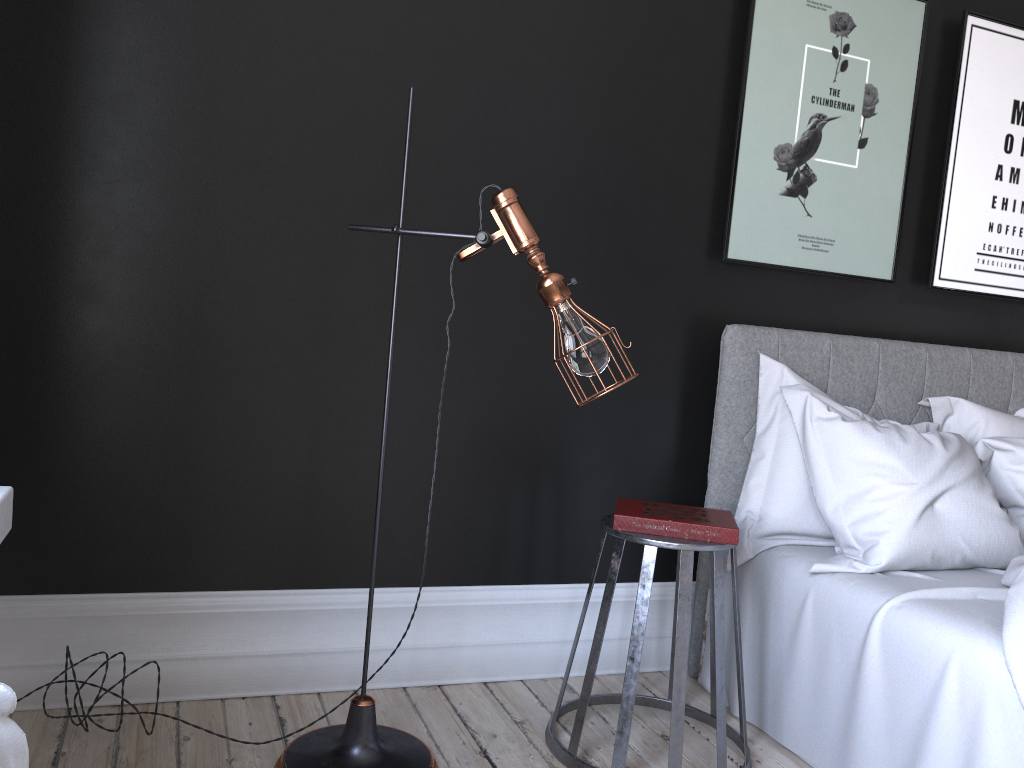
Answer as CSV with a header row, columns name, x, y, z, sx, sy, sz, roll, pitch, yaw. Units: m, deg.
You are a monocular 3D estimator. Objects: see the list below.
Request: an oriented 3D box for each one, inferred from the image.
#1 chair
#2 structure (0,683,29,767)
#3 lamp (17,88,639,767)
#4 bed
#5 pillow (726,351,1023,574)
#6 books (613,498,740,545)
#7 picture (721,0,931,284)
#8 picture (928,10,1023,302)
name,x,y,z,sx,sy,sz,roll,pitch,yaw
chair,0.436,0.757,2.640,0.613,0.674,0.613,7,5,23
structure,-0.465,0.747,0.433,0.276,0.850,1.139,3,4,-21
lamp,-0.555,0.121,2.357,1.717,1.782,0.436,6,5,17
bed,1.966,0.612,2.090,2.766,1.300,3.277,3,4,-32
pillow,1.646,0.331,3.129,1.831,0.761,0.679,4,4,-21
books,0.479,0.401,2.614,0.346,0.045,0.275,6,4,9
picture,1.171,-0.950,3.276,0.792,1.080,0.014,4,5,-21
picture,2.075,-0.890,3.625,0.792,1.080,0.014,4,5,-21
